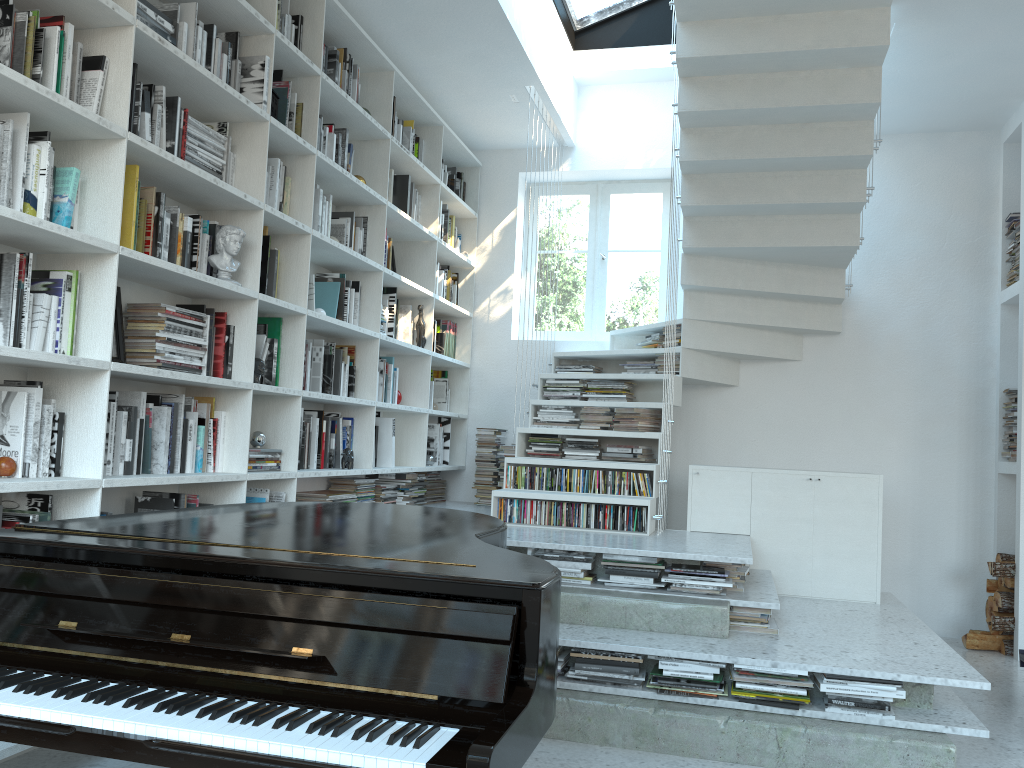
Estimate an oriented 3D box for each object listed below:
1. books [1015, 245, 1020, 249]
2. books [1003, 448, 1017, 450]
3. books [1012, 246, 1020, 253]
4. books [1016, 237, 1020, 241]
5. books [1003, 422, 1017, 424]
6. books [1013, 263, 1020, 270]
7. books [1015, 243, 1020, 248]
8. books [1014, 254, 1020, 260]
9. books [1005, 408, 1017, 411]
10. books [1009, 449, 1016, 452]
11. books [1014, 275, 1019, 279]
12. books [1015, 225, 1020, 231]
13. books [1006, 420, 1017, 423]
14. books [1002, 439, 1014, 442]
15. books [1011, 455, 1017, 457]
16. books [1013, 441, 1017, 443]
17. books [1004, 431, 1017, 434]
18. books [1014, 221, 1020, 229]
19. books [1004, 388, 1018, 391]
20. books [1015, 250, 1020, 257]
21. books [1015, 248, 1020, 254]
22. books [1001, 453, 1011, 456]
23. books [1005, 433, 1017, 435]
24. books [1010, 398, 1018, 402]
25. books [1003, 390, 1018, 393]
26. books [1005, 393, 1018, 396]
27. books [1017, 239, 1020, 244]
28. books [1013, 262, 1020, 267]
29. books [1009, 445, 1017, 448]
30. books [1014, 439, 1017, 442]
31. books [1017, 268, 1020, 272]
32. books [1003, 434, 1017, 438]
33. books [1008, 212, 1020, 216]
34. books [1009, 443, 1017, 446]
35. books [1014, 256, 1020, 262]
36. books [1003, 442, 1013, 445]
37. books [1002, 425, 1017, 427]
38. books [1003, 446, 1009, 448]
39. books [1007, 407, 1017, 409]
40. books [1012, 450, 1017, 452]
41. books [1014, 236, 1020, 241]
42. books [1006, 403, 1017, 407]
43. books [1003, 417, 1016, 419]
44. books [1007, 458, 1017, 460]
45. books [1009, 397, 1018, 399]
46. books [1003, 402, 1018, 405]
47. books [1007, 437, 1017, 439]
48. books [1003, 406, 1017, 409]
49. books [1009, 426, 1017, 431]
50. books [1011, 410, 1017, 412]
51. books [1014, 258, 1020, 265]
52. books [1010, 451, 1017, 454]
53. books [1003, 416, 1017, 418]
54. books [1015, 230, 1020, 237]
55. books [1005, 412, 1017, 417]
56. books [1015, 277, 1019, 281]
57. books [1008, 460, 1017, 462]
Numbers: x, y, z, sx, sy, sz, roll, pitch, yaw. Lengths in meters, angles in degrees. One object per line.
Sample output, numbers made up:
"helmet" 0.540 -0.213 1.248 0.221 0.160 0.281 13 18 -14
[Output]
"books" 3.113 -0.803 5.225 0.254 0.006 0.128 2 -4 16
"books" 3.137 0.397 5.351 0.285 0.006 0.159 1 -4 19
"books" 3.115 -0.795 5.230 0.260 0.009 0.140 2 -4 14
"books" 3.126 -0.866 5.234 0.231 0.008 0.135 2 -4 12
"books" 3.148 0.241 5.357 0.289 0.005 0.169 1 -4 18
"books" 3.112 -0.694 5.232 0.249 0.013 0.151 2 -4 13
"books" 3.119 -0.823 5.245 0.218 0.012 0.159 1 -4 18
"books" 3.117 -0.749 5.244 0.237 0.014 0.158 1 -4 19
"books" 3.157 0.160 5.382 0.269 0.009 0.132 1 -4 18
"books" 3.135 0.409 5.343 0.215 0.019 0.185 1 -4 18
"books" 3.112 -0.639 5.239 0.208 0.008 0.164 2 -4 10
"books" 3.130 -0.931 5.240 0.246 0.009 0.145 2 -4 17
"books" 3.150 0.233 5.366 0.254 0.012 0.161 2 -4 13
"books" 3.142 0.347 5.363 0.285 0.012 0.159 2 -4 14
"books" 3.042 0.424 5.168 0.209 0.007 0.131 1 -4 19
"books" 3.047 0.344 5.181 0.180 0.010 0.153 1 -4 18
"books" 3.141 0.297 5.353 0.263 0.016 0.192 2 -4 15
"books" 3.131 -0.948 5.240 0.255 0.024 0.139 2 -4 12
"books" 3.158 0.038 5.372 0.290 0.008 0.160 1 -4 18
"books" 3.113 -0.774 5.228 0.232 0.017 0.135 2 -4 17
"books" 3.115 -0.786 5.232 0.236 0.009 0.128 1 -4 19
"books" 3.136 0.433 5.353 0.290 0.013 0.157 2 -4 11
"books" 3.139 0.308 5.347 0.254 0.007 0.189 2 -4 12
"books" 3.158 0.105 5.378 0.218 0.025 0.141 1 -4 19
"books" 3.162 0.049 5.388 0.295 0.011 0.137 2 -4 17
"books" 3.154 0.065 5.360 0.262 0.006 0.184 2 -4 11
"books" 3.118 -0.853 5.235 0.214 0.020 0.141 2 -4 17
"books" 3.111 -0.704 5.230 0.257 0.006 0.136 1 -4 18
"books" 3.046 0.371 5.179 0.219 0.013 0.157 2 -4 13
"books" 3.048 0.331 5.181 0.174 0.017 0.153 1 -4 18
"books" 3.109 -0.682 5.224 0.207 0.013 0.140 2 -4 14
"books" 3.141 0.320 5.357 0.282 0.016 0.162 1 -4 18
"books" 3.209 -1.038 5.448 0.283 0.008 0.140 1 -4 19
"books" 3.045 0.358 5.172 0.225 0.011 0.142 2 -4 17
"books" 3.112 -0.740 5.226 0.241 0.007 0.133 2 -4 17
"books" 3.139 0.365 5.353 0.282 0.010 0.169 1 -4 18
"books" 3.146 0.258 5.368 0.285 0.008 0.159 2 -4 16
"books" 3.138 0.388 5.352 0.285 0.012 0.159 1 -4 19
"books" 3.154 0.152 5.371 0.254 0.006 0.161 2 -4 17
"books" 3.041 0.393 5.164 0.207 0.009 0.122 1 -4 18
"books" 3.131 -0.873 5.249 0.237 0.008 0.170 2 -4 13
"books" 3.156 0.134 5.376 0.263 0.017 0.156 2 -4 16
"books" 3.154 0.213 5.376 0.290 0.005 0.126 2 -4 10
"books" 3.044 0.444 5.179 0.224 0.010 0.162 2 -4 12
"books" 3.154 0.089 5.361 0.224 0.005 0.193 2 -4 14
"books" 3.156 0.121 5.373 0.285 0.008 0.159 2 -4 13
"books" 3.047 0.319 5.175 0.252 0.006 0.141 2 -4 17
"books" 3.158 0.147 5.385 0.295 0.007 0.135 2 -4 14
"books" 3.146 0.276 5.370 0.222 0.028 0.141 1 -4 19
"books" 3.150 0.170 5.356 0.189 0.016 0.182 2 -4 10
"books" 3.112 -0.729 5.230 0.234 0.016 0.147 2 -4 16
"books" 3.044 0.407 5.175 0.211 0.016 0.153 2 -4 17
"books" 3.153 0.207 5.374 0.295 0.007 0.146 2 -4 17
"books" 3.126 -0.891 5.227 0.259 0.024 0.113 2 -4 11
"books" 3.149 0.190 5.354 0.262 0.023 0.200 2 -4 15
"books" 3.112 -0.625 5.229 0.225 0.011 0.142 2 -4 12
"books" 3.042 0.453 5.173 0.232 0.011 0.159 2 -4 16
